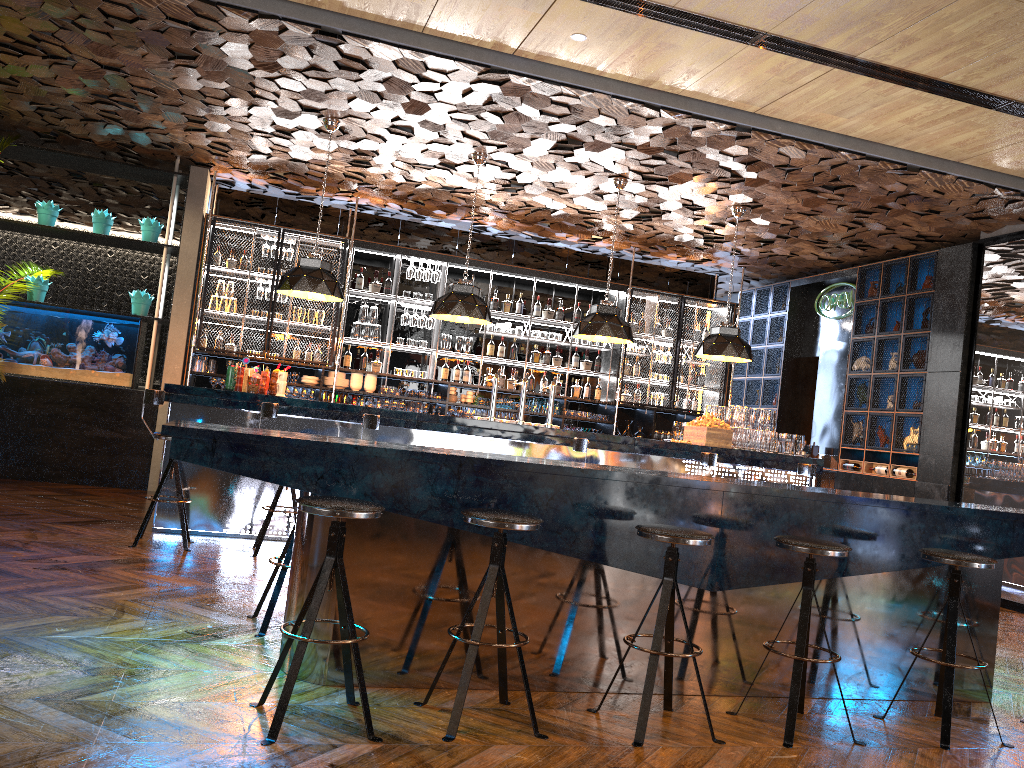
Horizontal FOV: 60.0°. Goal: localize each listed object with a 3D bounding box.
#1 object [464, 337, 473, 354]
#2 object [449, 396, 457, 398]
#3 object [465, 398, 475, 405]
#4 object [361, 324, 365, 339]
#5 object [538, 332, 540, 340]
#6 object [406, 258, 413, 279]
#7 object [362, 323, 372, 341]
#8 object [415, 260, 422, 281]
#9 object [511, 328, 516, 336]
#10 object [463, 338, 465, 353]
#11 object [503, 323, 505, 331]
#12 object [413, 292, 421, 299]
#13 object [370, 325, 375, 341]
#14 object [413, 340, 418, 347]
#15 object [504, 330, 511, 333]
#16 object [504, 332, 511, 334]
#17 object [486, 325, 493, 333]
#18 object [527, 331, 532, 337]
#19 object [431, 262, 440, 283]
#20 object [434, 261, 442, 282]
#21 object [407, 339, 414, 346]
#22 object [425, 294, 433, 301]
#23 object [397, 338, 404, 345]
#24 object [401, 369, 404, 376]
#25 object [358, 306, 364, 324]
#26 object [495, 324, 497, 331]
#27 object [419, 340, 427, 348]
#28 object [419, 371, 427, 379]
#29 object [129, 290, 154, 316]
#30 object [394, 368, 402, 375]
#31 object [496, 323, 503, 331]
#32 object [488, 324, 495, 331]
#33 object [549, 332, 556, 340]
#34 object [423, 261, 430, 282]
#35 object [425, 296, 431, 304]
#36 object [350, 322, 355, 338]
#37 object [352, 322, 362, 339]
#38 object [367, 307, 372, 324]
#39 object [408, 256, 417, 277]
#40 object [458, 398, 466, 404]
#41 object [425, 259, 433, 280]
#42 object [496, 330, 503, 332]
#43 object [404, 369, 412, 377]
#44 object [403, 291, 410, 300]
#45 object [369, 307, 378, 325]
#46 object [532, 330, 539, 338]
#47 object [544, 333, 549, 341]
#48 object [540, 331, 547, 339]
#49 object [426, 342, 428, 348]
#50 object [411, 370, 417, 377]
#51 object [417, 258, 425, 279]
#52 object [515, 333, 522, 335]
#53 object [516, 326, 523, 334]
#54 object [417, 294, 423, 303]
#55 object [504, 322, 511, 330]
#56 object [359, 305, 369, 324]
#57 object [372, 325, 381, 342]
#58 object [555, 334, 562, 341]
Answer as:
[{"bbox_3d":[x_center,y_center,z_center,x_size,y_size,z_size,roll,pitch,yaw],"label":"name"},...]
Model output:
[{"bbox_3d":[-0.538,-0.463,10.862,0.105,0.209,0.105,5,-3,28],"label":"object"},{"bbox_3d":[-0.722,0.159,10.729,0.149,0.025,0.149,5,-3,36],"label":"object"},{"bbox_3d":[-0.516,0.214,10.775,0.106,0.067,0.094,8,-3,-28],"label":"object"},{"bbox_3d":[-1.762,-0.614,10.660,0.105,0.209,0.105,5,-3,28],"label":"object"},{"bbox_3d":[0.320,-0.613,11.297,0.089,0.092,0.089,6,-3,23],"label":"object"},{"bbox_3d":[-1.240,-1.404,10.798,0.092,0.244,0.092,5,-3,34],"label":"object"},{"bbox_3d":[-1.724,-0.614,10.557,0.105,0.209,0.105,5,-3,28],"label":"object"},{"bbox_3d":[-1.135,-1.390,10.830,0.092,0.244,0.092,5,-3,34],"label":"object"},{"bbox_3d":[0.025,-0.652,11.178,0.089,0.092,0.089,8,-3,-27],"label":"object"},{"bbox_3d":[-0.558,-0.461,10.969,0.105,0.209,0.105,5,-3,28],"label":"object"},{"bbox_3d":[-0.073,-0.712,11.184,0.089,0.092,0.089,6,-3,9],"label":"object"},{"bbox_3d":[-1.154,-1.055,10.718,0.089,0.092,0.089,4,-3,41],"label":"object"},{"bbox_3d":[-1.655,-0.600,10.681,0.105,0.209,0.105,5,-3,28],"label":"object"},{"bbox_3d":[-1.191,-0.483,10.802,0.089,0.092,0.089,6,-3,15],"label":"object"},{"bbox_3d":[-0.055,-0.690,11.039,0.089,0.092,0.089,8,-3,-27],"label":"object"},{"bbox_3d":[-0.057,-0.668,11.038,0.089,0.092,0.089,8,-3,-27],"label":"object"},{"bbox_3d":[-0.279,-0.690,11.109,0.089,0.092,0.089,4,-4,45],"label":"object"},{"bbox_3d":[0.227,-0.625,11.263,0.089,0.092,0.089,5,-3,25],"label":"object"},{"bbox_3d":[-0.942,-1.365,10.888,0.092,0.244,0.092,5,-3,34],"label":"object"},{"bbox_3d":[-0.895,-1.367,10.730,0.092,0.244,0.092,5,-3,34],"label":"object"},{"bbox_3d":[-1.225,-0.492,10.674,0.089,0.092,0.089,9,-3,-38],"label":"object"},{"bbox_3d":[-1.003,-1.038,10.711,0.089,0.092,0.089,4,-3,41],"label":"object"},{"bbox_3d":[-1.347,-0.506,10.683,0.089,0.092,0.089,9,-3,-38],"label":"object"},{"bbox_3d":[-1.343,-0.132,10.789,0.089,0.092,0.089,4,-4,45],"label":"object"},{"bbox_3d":[-1.795,-0.828,10.653,0.105,0.209,0.105,5,-3,28],"label":"object"},{"bbox_3d":[-0.169,-0.697,11.129,0.089,0.092,0.089,6,-3,9],"label":"object"},{"bbox_3d":[-1.071,-0.475,10.657,0.089,0.092,0.089,8,-3,-32],"label":"object"},{"bbox_3d":[-1.076,-0.104,10.715,0.089,0.092,0.089,7,-3,-6],"label":"object"},{"bbox_3d":[-4.092,-0.893,9.768,0.265,0.325,0.245,8,-3,-23],"label":"object"},{"bbox_3d":[-1.368,-0.143,10.605,0.089,0.092,0.089,4,-4,45],"label":"object"},{"bbox_3d":[-0.154,-0.703,10.969,0.089,0.092,0.089,5,-3,25],"label":"object"},{"bbox_3d":[-0.253,-0.695,10.946,0.089,0.092,0.089,6,-3,9],"label":"object"},{"bbox_3d":[0.504,-0.598,11.162,0.089,0.092,0.089,5,-3,36],"label":"object"},{"bbox_3d":[-1.041,-1.378,10.858,0.092,0.244,0.092,5,-3,34],"label":"object"},{"bbox_3d":[-1.027,-1.032,10.896,0.089,0.092,0.089,4,-3,41],"label":"object"},{"bbox_3d":[-1.881,-0.629,10.632,0.105,0.209,0.105,5,-3,28],"label":"object"},{"bbox_3d":[-1.836,-0.628,10.523,0.105,0.209,0.105,5,-3,28],"label":"object"},{"bbox_3d":[-1.680,-0.814,10.676,0.105,0.209,0.105,5,-3,28],"label":"object"},{"bbox_3d":[-1.192,-1.405,10.640,0.092,0.244,0.092,5,-3,34],"label":"object"},{"bbox_3d":[-0.596,0.209,10.848,0.094,0.067,0.106,5,-3,36],"label":"object"},{"bbox_3d":[-0.993,-1.380,10.700,0.092,0.244,0.092,5,-3,34],"label":"object"},{"bbox_3d":[-0.156,-0.683,10.968,0.089,0.092,0.089,4,-4,45],"label":"object"},{"bbox_3d":[-1.251,-0.128,10.626,0.089,0.092,0.089,5,-3,36],"label":"object"},{"bbox_3d":[-1.276,-1.070,10.706,0.089,0.092,0.089,4,-3,41],"label":"object"},{"bbox_3d":[-1.650,-0.814,10.590,0.105,0.209,0.105,5,-3,28],"label":"object"},{"bbox_3d":[0.296,-0.624,11.113,0.089,0.092,0.089,4,-4,45],"label":"object"},{"bbox_3d":[0.441,-0.599,11.294,0.089,0.092,0.089,7,-3,-17],"label":"object"},{"bbox_3d":[0.397,-0.610,11.156,0.089,0.092,0.089,5,-3,36],"label":"object"},{"bbox_3d":[-1.079,-0.468,10.843,0.089,0.092,0.089,8,-3,-32],"label":"object"},{"bbox_3d":[-1.195,-0.117,10.745,0.089,0.092,0.089,7,-3,-6],"label":"object"},{"bbox_3d":[-1.087,-1.392,10.672,0.092,0.244,0.092,5,-3,34],"label":"object"},{"bbox_3d":[0.089,-0.651,11.051,0.089,0.092,0.089,6,-3,9],"label":"object"},{"bbox_3d":[0.091,-0.671,11.052,0.089,0.092,0.089,8,-3,-26],"label":"object"},{"bbox_3d":[-1.143,-1.048,10.850,0.089,0.092,0.089,7,-3,-6],"label":"object"},{"bbox_3d":[-0.052,-0.716,11.040,0.089,0.092,0.089,8,-3,-21],"label":"object"},{"bbox_3d":[-1.758,-0.829,10.548,0.105,0.209,0.105,5,-3,28],"label":"object"},{"bbox_3d":[-1.611,-0.600,10.579,0.105,0.209,0.105,5,-3,28],"label":"object"},{"bbox_3d":[0.588,-0.585,11.223,0.089,0.092,0.089,5,-3,28],"label":"object"}]
